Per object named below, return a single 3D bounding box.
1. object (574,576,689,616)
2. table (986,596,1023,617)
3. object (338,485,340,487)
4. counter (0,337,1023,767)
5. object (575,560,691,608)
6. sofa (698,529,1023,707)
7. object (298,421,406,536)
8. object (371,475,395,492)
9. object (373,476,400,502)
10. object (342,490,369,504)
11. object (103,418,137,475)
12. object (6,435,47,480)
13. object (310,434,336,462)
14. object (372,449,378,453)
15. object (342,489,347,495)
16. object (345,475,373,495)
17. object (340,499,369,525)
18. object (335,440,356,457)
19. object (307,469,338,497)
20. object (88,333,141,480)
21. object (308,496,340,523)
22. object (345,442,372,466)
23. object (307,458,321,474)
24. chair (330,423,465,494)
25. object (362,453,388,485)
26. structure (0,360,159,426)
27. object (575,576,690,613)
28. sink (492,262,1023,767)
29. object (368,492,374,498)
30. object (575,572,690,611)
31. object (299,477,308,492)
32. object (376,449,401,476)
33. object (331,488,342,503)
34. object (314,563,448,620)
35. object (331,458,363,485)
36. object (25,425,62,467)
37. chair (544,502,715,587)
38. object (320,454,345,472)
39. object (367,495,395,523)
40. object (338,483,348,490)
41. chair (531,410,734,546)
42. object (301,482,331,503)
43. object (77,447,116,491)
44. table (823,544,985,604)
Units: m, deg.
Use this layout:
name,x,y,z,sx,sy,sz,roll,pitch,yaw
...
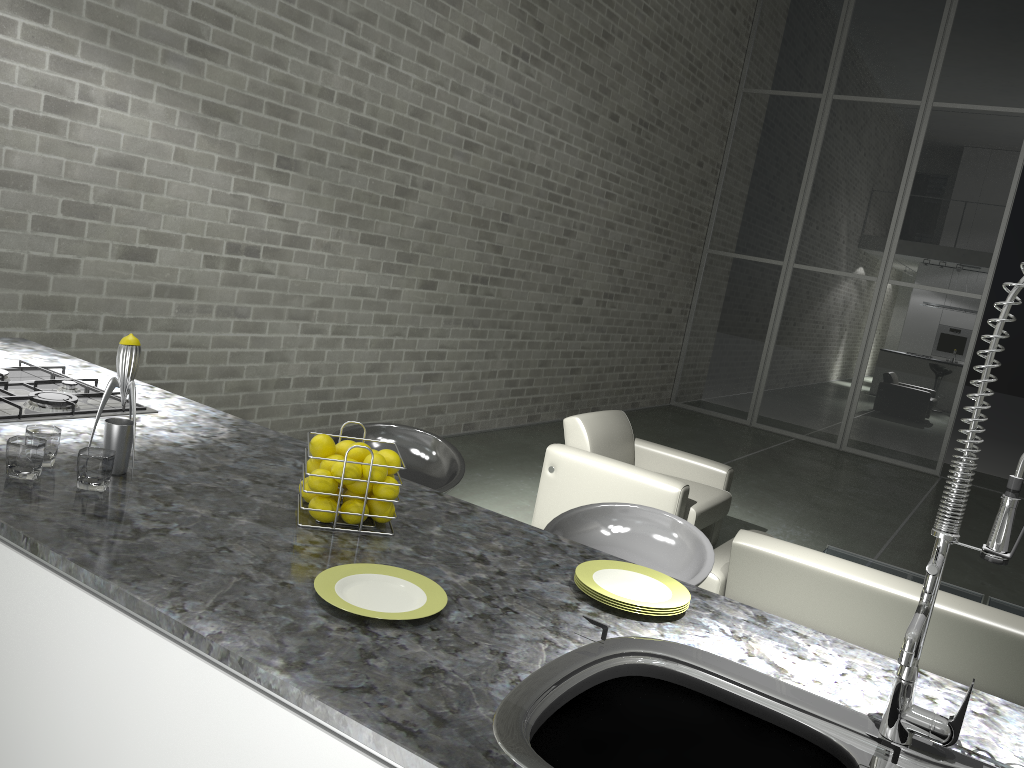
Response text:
name,x,y,z,sx,sy,sz,roll,pitch,yaw
object,0.221,0.391,1.656,0.217,0.017,0.216,6,10,-27
table,2.629,1.351,4.150,0.820,0.270,0.800,16,10,30
object,-0.353,0.192,1.870,0.061,0.055,0.051,11,8,-1
counter,-0.120,0.840,1.579,4.400,0.960,0.900,16,10,30
object,0.224,0.377,1.654,0.217,0.017,0.216,6,10,-27
sofa,1.734,1.083,3.273,2.114,0.717,0.902,16,10,30
object,-0.327,0.183,1.804,0.189,0.174,0.207,9,9,-15
object,-0.272,0.197,1.817,0.062,0.053,0.052,10,9,-8
object,-0.250,0.208,1.760,0.053,0.051,0.063,9,9,-11
object,-0.319,0.236,1.811,0.057,0.060,0.052,15,9,25
object,-0.802,0.128,1.804,0.060,0.106,0.060,14,9,23
object,-0.924,0.141,1.685,0.064,0.070,0.063,7,9,-22
object,-0.385,0.130,1.802,0.050,0.060,0.059,14,9,19
object,-0.290,0.165,1.861,0.061,0.052,0.053,16,10,33
object,-0.331,0.231,1.880,0.051,0.053,0.063,15,10,28
object,-0.305,0.194,1.771,0.064,0.053,0.051,14,9,22
object,-0.312,0.253,1.754,0.053,0.053,0.061,6,10,-27
object,-0.345,0.143,1.857,0.051,0.053,0.063,16,10,32
object,-0.368,0.193,1.726,0.060,0.055,0.053,7,9,-27
object,-0.798,0.038,1.783,0.088,0.288,0.101,6,10,-30
object,-0.367,0.244,1.732,0.061,0.053,0.053,7,9,-25
object,-0.310,0.144,1.794,0.051,0.053,0.063,14,9,21
object,-0.395,0.174,1.829,0.061,0.054,0.053,7,9,-24
chair,-0.449,0.624,2.828,0.457,0.931,0.464,12,9,11
object,-0.269,0.167,1.744,0.052,0.060,0.057,12,9,8
structure,-1.260,0.011,2.235,0.500,0.038,0.500,16,10,30
object,0.222,0.387,1.655,0.217,0.017,0.216,6,10,-27
sink,0.509,0.311,1.051,0.987,1.023,0.546,16,10,30
object,-0.289,0.243,1.841,0.064,0.063,0.074,18,11,40
object,0.223,0.382,1.654,0.217,0.017,0.216,6,10,-27
object,-0.415,0.218,1.860,0.062,0.052,0.053,6,10,-30
object,-0.252,0.158,1.794,0.053,0.051,0.063,7,9,-22
object,-0.379,0.233,1.815,0.061,0.055,0.050,7,9,-24
object,-0.213,0.341,1.440,0.217,0.017,0.216,5,10,-34
object,-0.322,0.171,1.732,0.063,0.051,0.053,7,9,-24
object,-0.941,0.124,1.775,0.064,0.070,0.063,17,11,37
chair,0.220,0.818,2.394,0.464,0.931,0.457,2,12,-45
object,-0.357,0.168,1.789,0.055,0.051,0.061,13,9,14
object,-0.264,0.250,1.786,0.060,0.057,0.052,14,9,21
object,-0.337,0.195,1.843,0.051,0.053,0.062,15,10,28
chair,0.777,0.603,5.238,0.910,0.717,0.963,16,10,30
object,-0.389,0.214,1.771,0.062,0.053,0.052,5,10,-33
object,-0.797,0.164,1.695,0.064,0.070,0.063,7,9,-22
table,1.926,1.154,4.564,0.820,0.270,0.800,16,10,30
